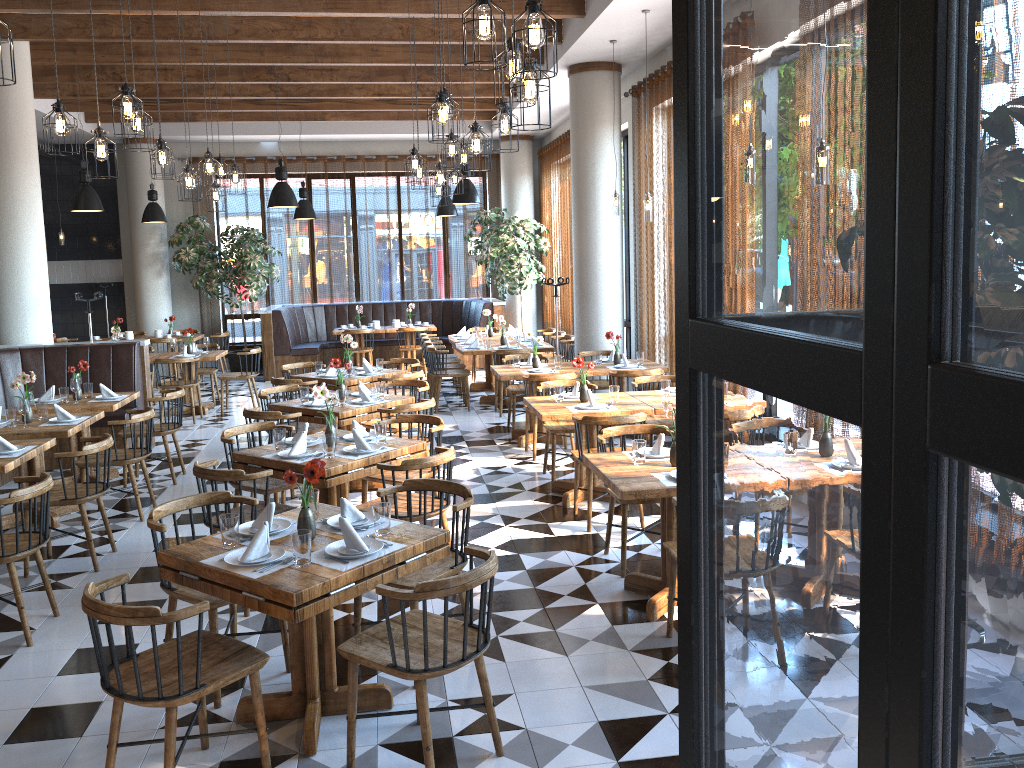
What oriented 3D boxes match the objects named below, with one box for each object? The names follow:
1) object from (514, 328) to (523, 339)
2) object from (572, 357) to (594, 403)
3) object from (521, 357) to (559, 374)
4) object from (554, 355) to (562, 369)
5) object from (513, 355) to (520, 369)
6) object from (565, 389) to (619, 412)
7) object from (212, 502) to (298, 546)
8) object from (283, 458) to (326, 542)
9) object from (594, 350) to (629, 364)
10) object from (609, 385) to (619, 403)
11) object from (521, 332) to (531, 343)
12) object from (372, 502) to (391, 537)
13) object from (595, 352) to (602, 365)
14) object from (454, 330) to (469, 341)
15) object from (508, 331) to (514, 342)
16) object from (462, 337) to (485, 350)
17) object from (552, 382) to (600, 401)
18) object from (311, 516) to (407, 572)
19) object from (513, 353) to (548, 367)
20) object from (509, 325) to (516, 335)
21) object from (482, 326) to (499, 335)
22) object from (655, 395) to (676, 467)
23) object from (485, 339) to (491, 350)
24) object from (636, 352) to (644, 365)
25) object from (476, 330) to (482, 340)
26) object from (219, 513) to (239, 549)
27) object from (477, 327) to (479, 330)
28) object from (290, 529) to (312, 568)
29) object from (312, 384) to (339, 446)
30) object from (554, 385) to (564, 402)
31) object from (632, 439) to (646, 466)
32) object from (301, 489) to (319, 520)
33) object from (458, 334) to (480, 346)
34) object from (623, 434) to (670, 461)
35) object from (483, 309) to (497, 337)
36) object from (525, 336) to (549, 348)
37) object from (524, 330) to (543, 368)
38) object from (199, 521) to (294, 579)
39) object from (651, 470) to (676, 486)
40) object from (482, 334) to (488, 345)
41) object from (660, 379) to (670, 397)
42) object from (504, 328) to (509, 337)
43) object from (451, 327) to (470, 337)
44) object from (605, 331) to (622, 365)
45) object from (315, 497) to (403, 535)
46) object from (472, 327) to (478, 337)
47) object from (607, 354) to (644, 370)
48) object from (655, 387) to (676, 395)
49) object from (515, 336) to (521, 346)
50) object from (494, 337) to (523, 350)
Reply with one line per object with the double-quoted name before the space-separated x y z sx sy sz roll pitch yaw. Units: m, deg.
"object" 0.122 -0.730 12.582 0.272 0.136 0.353 -3 8 -8
"object" 0.552 -0.039 6.980 0.156 0.353 0.171 -5 7 -29
"object" 0.273 -0.191 8.839 0.352 0.136 0.273 -3 8 -8
"object" 0.468 -0.223 9.036 0.080 0.131 0.080 -4 7 -23
"object" 0.050 -0.228 9.155 0.080 0.131 0.080 -4 7 -23
"object" 0.599 0.114 6.676 0.352 0.136 0.273 -3 8 -8
"object" -1.075 0.571 3.849 0.272 0.136 0.353 4 10 36
"object" -0.837 0.483 3.656 0.171 0.353 0.156 3 8 38
"object" 1.067 -0.308 9.491 0.352 0.136 0.273 -3 8 -8
"object" 0.794 0.082 6.876 0.080 0.131 0.080 -4 7 -23
"object" 0.220 -0.638 11.928 0.272 0.136 0.353 -3 8 -8
"object" -0.548 0.574 3.744 0.080 0.131 0.080 -6 8 -33
"object" 0.908 -0.270 9.281 0.080 0.131 0.080 0 7 17
"object" -0.673 -0.694 12.489 0.272 0.136 0.353 -3 8 -8
"object" -0.010 -0.646 12.044 0.080 0.131 0.080 -4 7 -23
"object" -0.489 -0.522 11.271 0.272 0.136 0.353 -3 8 -8
"object" 0.514 0.040 7.200 0.352 0.136 0.273 -3 8 -8
"object" -0.638 0.604 3.536 0.272 0.136 0.353 4 10 36
"object" 0.188 -0.265 9.362 0.352 0.136 0.273 -3 8 -8
"object" 0.031 -0.814 13.183 0.272 0.136 0.353 -3 8 -8
"object" -0.379 -0.808 13.221 0.352 0.136 0.273 -3 8 -8
"object" 0.866 0.248 4.787 0.146 0.398 0.207 -3 7 -16
"object" -0.296 -0.500 11.099 0.080 0.131 0.080 -4 7 -23
"object" 1.327 -0.265 9.162 0.080 0.131 0.080 0 7 17
"object" -0.457 -0.680 12.369 0.080 0.131 0.080 -4 7 -23
"object" -1.160 0.606 3.642 0.080 0.131 0.080 0 7 17
"object" -0.517 -0.774 13.027 0.080 0.131 0.080 -4 7 -23
"object" -0.805 0.632 3.396 0.080 0.131 0.080 0 7 17
"object" -1.164 0.196 5.540 0.146 0.398 0.207 -1 6 3
"object" 0.375 0.076 6.995 0.080 0.131 0.080 -4 7 -23
"object" 0.698 0.377 4.859 0.080 0.131 0.080 -4 7 -23
"object" -0.908 0.547 4.001 0.080 0.131 0.080 -1 7 7
"object" -0.574 -0.602 11.835 0.272 0.136 0.353 -3 8 -8
"object" 0.835 0.340 5.072 0.352 0.136 0.273 -3 8 -8
"object" -0.317 -0.884 12.817 0.206 0.398 0.147 -3 6 -10
"object" 0.306 -0.558 11.364 0.272 0.136 0.353 -3 8 -8
"object" 0.225 -0.362 9.115 0.207 0.398 0.146 -8 9 -44
"object" -1.012 0.623 3.478 0.352 0.136 0.273 4 10 36
"object" 0.920 0.413 4.548 0.352 0.136 0.273 -3 8 -8
"object" -0.360 -0.589 11.726 0.080 0.131 0.080 -4 7 -23
"object" 1.234 0.034 7.121 0.080 0.131 0.080 2 7 26
"object" -0.078 -0.740 12.708 0.080 0.131 0.080 -4 7 -23
"object" -0.758 -0.774 13.058 0.272 0.136 0.353 -3 8 -8
"object" 1.056 -0.379 9.228 0.171 0.353 0.157 0 6 14
"object" -0.701 0.552 3.907 0.352 0.136 0.273 4 10 36
"object" -0.540 -0.758 12.919 0.080 0.131 0.080 -4 7 -23
"object" 1.152 -0.234 8.967 0.352 0.136 0.273 -3 8 -8
"object" 1.393 -0.003 7.328 0.352 0.136 0.273 -3 8 -8
"object" 0.077 -0.553 11.387 0.080 0.131 0.080 -4 7 -23
"object" -0.058 -0.521 11.178 0.352 0.136 0.273 -3 8 -8
